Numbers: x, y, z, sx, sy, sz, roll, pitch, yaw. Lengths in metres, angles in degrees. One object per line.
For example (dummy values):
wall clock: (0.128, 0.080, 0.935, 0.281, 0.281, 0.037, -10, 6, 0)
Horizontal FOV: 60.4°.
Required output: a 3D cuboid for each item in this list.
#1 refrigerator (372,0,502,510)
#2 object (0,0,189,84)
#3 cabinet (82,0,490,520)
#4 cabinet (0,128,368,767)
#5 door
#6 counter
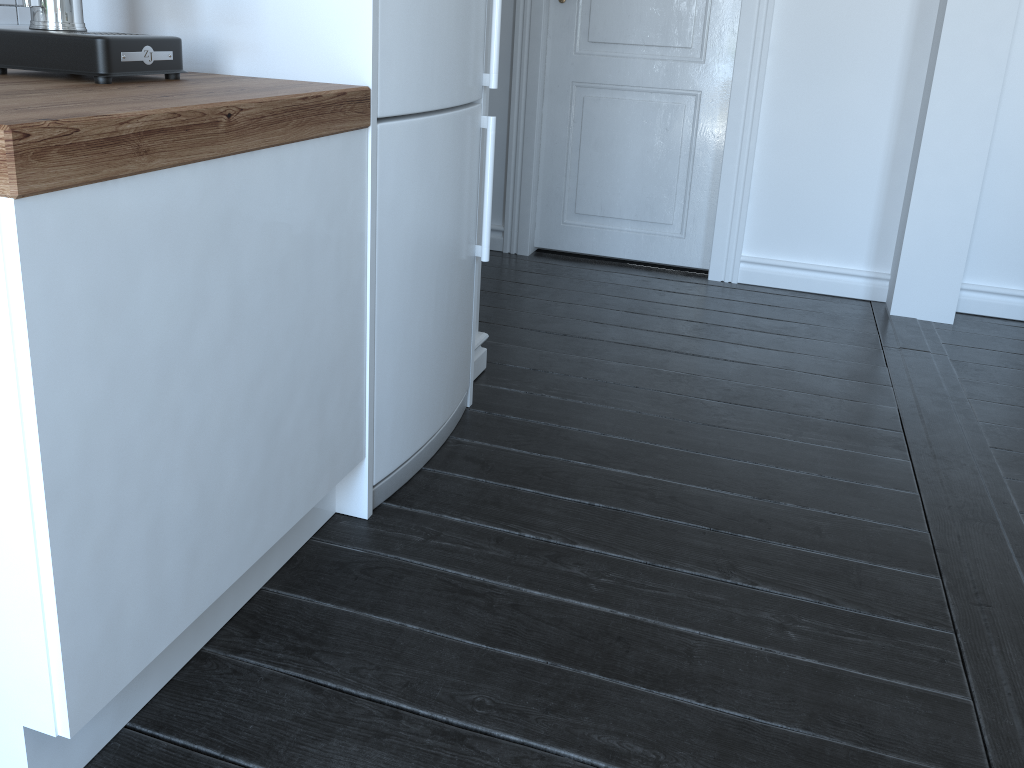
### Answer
refrigerator: (-0.436, -0.716, 1.940, 0.684, 1.743, 0.593, 8, 18, 16)
object: (-0.636, -0.667, 1.381, 0.355, 0.358, 0.212, 9, 19, 16)
cabinet: (-1.037, -0.453, 0.491, 0.785, 2.290, 3.905, 9, 22, 19)
cabinet: (-1.203, 0.376, 0.422, 0.735, 0.786, 3.273, 12, 23, 23)
door: (0.536, -1.673, 3.554, 1.046, 2.394, 0.119, 9, 18, 16)
counter: (-1.126, -0.012, 0.279, 0.850, 0.071, 3.200, 9, 23, 15)
